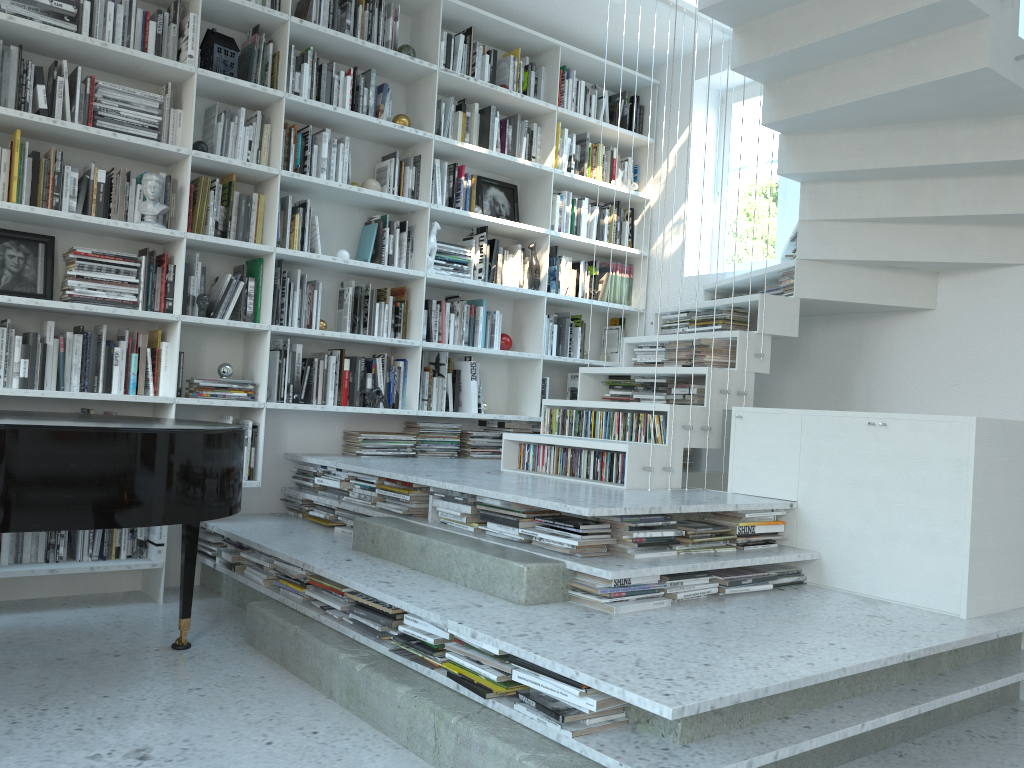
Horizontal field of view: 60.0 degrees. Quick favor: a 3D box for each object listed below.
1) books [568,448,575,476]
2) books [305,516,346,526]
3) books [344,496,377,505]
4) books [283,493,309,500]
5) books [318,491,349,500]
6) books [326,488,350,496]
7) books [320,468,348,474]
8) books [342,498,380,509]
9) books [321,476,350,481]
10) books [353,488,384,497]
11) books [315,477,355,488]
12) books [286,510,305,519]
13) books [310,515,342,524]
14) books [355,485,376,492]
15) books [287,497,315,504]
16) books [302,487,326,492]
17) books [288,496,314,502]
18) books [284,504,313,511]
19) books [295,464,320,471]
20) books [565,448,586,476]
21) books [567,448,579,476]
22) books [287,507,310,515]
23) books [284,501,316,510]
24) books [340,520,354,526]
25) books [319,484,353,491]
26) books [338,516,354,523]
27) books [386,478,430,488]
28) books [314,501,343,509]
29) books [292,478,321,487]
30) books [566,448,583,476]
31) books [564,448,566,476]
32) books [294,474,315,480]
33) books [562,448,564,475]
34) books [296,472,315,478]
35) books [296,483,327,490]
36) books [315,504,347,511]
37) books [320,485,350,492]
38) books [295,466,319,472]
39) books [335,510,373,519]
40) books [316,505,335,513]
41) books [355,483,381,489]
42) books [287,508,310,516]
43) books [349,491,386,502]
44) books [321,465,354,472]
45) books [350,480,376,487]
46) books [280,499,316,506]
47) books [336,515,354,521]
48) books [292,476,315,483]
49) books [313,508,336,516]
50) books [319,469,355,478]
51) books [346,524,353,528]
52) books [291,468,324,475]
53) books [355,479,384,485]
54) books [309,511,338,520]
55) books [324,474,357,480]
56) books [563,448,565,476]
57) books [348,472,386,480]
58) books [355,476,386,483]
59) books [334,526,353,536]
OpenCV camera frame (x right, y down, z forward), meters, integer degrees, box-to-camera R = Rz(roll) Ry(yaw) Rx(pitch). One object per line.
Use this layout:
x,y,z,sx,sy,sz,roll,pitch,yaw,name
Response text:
0.306,0.355,4.012,0.125,0.125,0.010,4,-1,-38,books
-0.857,0.655,4.265,0.187,0.009,0.261,4,-2,-35,books
-0.624,0.530,4.039,0.190,0.012,0.235,5,-2,-40,books
-1.037,0.570,4.517,0.174,0.009,0.240,5,-2,-36,books
-0.804,0.537,4.285,0.173,0.017,0.233,5,-2,-39,books
-0.788,0.519,4.297,0.131,0.021,0.240,5,-2,-36,books
-0.792,0.421,4.291,0.159,0.007,0.285,5,-2,-39,books
-0.621,0.542,4.042,0.183,0.012,0.296,5,-2,-39,books
-0.799,0.457,4.286,0.171,0.007,0.206,5,-2,-36,books
-0.606,0.494,4.052,0.154,0.018,0.221,5,-2,-39,books
-0.809,0.475,4.279,0.189,0.030,0.237,5,-2,-41,books
-1.037,0.662,4.520,0.163,0.019,0.187,5,-2,-39,books
-0.843,0.645,4.276,0.160,0.014,0.268,5,-2,-39,books
-0.602,0.478,4.055,0.150,0.013,0.215,5,-2,-38,books
-1.035,0.593,4.519,0.160,0.009,0.210,4,-2,-34,books
-0.969,0.535,4.525,0.134,0.014,0.181,5,-2,-41,books
-1.033,0.582,4.521,0.152,0.015,0.208,4,-2,-33,books
-1.036,0.628,4.520,0.170,0.012,0.215,5,-2,-38,books
-0.974,0.425,4.518,0.159,0.011,0.246,5,-2,-41,books
0.292,0.355,4.031,0.125,0.125,0.007,4,-1,-38,books
0.301,0.355,4.019,0.125,0.125,0.007,4,-1,-38,books
-1.028,0.641,4.527,0.147,0.014,0.292,5,-2,-38,books
-1.033,0.616,4.522,0.159,0.012,0.278,5,-2,-39,books
-0.651,0.637,4.032,0.161,0.012,0.254,5,-2,-37,books
-0.799,0.494,4.287,0.163,0.008,0.294,5,-2,-40,books
-0.654,0.622,4.029,0.156,0.017,0.263,5,-2,-42,books
-0.426,0.419,3.826,0.139,0.028,0.261,4,-2,-33,books
-0.836,0.579,4.279,0.149,0.014,0.228,5,-2,-40,books
-0.985,0.501,4.512,0.175,0.017,0.265,4,-2,-35,books
0.297,0.355,4.025,0.125,0.125,0.007,4,-1,-38,books
0.287,0.355,4.037,0.125,0.125,0.008,4,-1,-38,books
-0.975,0.477,4.519,0.156,0.009,0.287,5,-2,-40,books
0.278,0.354,4.049,0.125,0.125,0.009,4,-1,-38,books
-0.968,0.469,4.524,0.145,0.008,0.297,5,-2,-39,books
-0.979,0.518,4.517,0.163,0.017,0.232,5,-2,-36,books
-0.838,0.590,4.278,0.144,0.009,0.249,4,-2,-34,books
-0.797,0.503,4.290,0.152,0.009,0.259,5,-2,-41,books
-0.975,0.434,4.518,0.167,0.008,0.234,5,-2,-39,books
-0.660,0.596,4.024,0.181,0.017,0.250,5,-2,-41,books
-0.835,0.604,4.281,0.137,0.018,0.200,5,-2,-42,books
-0.603,0.465,4.053,0.144,0.013,0.220,4,-2,-35,books
-1.036,0.650,4.521,0.144,0.005,0.257,4,-2,-33,books
-0.616,0.513,4.045,0.164,0.023,0.242,4,-2,-34,books
-0.800,0.406,4.285,0.171,0.020,0.193,5,-2,-43,books
-0.609,0.454,4.049,0.167,0.008,0.234,5,-2,-39,books
-1.042,0.601,4.514,0.184,0.006,0.262,5,-2,-37,books
-0.657,0.609,4.027,0.178,0.009,0.276,5,-2,-37,books
-0.981,0.486,4.515,0.179,0.012,0.261,5,-2,-38,books
-0.840,0.617,4.277,0.159,0.009,0.228,5,-2,-37,books
-0.794,0.433,4.290,0.163,0.018,0.289,5,-2,-39,books
-0.647,0.651,4.035,0.138,0.014,0.214,4,-2,-34,books
-0.984,0.445,4.511,0.171,0.015,0.252,5,-2,-43,books
-0.604,0.445,4.053,0.160,0.010,0.179,5,-2,-38,books
-0.852,0.629,4.269,0.180,0.017,0.182,5,-2,-41,books
-0.794,0.448,4.290,0.143,0.012,0.264,4,-2,-33,books
0.283,0.355,4.042,0.125,0.125,0.007,4,-1,-38,books
-0.612,0.419,4.045,0.165,0.015,0.243,5,-2,-43,books
-0.603,0.434,4.053,0.149,0.013,0.220,4,-2,-35,books
-0.669,0.670,4.019,0.189,0.028,0.202,5,-2,-43,books
